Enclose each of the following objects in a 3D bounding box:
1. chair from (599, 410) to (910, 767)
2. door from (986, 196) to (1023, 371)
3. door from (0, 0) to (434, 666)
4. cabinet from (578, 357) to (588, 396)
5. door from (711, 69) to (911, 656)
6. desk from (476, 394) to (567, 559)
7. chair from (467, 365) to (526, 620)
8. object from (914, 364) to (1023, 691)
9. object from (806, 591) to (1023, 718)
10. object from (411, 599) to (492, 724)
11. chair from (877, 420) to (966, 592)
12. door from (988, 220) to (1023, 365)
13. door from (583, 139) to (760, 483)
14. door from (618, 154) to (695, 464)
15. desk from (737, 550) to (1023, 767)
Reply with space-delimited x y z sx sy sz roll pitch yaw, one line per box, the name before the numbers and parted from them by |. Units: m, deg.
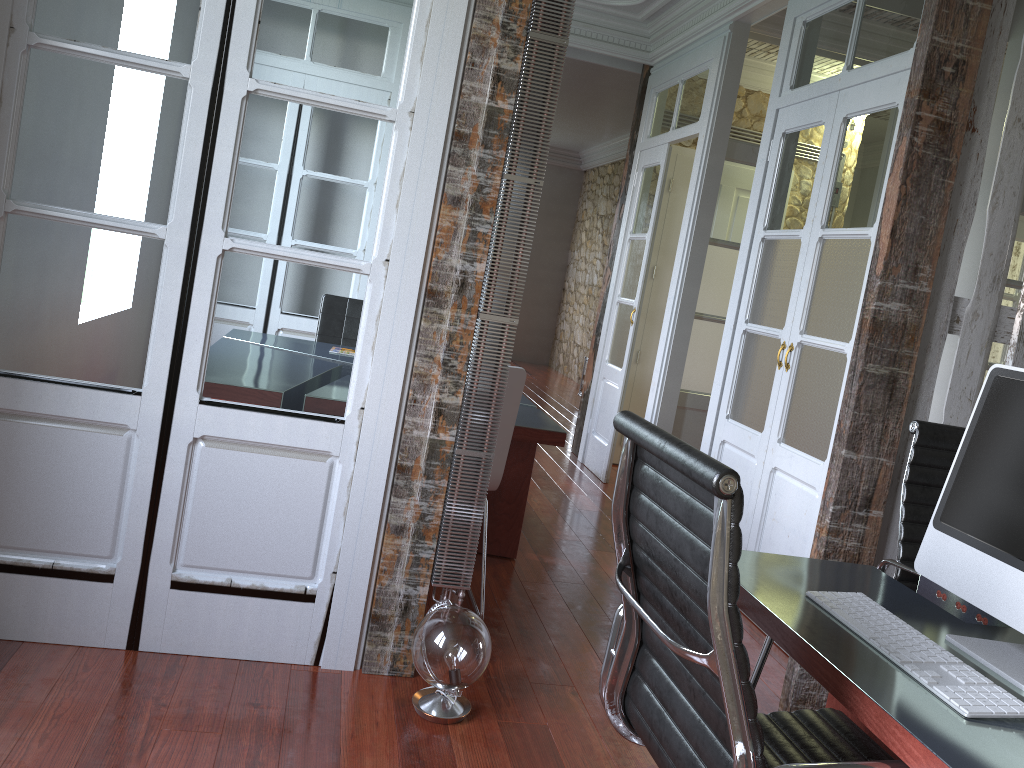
chair | 0.419 0.616 1.474 0.698 1.019 0.669 10 5 -8
door | 2.792 0.098 4.634 1.075 2.078 0.041 9 4 -11
door | -0.871 -0.326 2.412 1.158 2.173 0.041 9 4 -11
cabinet | 1.057 0.117 8.348 0.487 0.508 1.432 9 7 -12
door | 1.154 -0.124 3.672 0.040 2.171 1.064 9 5 -12
desk | -0.702 0.263 4.097 1.443 0.651 1.724 9 7 -12
chair | -0.287 0.322 3.208 0.474 0.915 0.605 9 5 -12
object | 0.902 0.235 1.442 0.189 0.483 0.487 9 6 -12
object | 0.641 0.426 1.440 0.118 0.017 0.442 9 7 -12
object | -0.183 0.792 2.443 0.219 0.381 0.236 7 6 -34
chair | 1.243 0.669 2.216 0.664 1.019 0.704 9 5 -17
door | 2.623 -0.039 5.466 1.075 2.078 0.041 9 4 -11
door | 0.856 -0.408 5.488 0.480 2.173 1.196 7 6 -37
door | 1.358 -0.456 6.328 0.867 2.209 0.146 9 4 -12
desk | 1.648 0.979 1.492 2.502 0.725 1.309 9 7 -12
